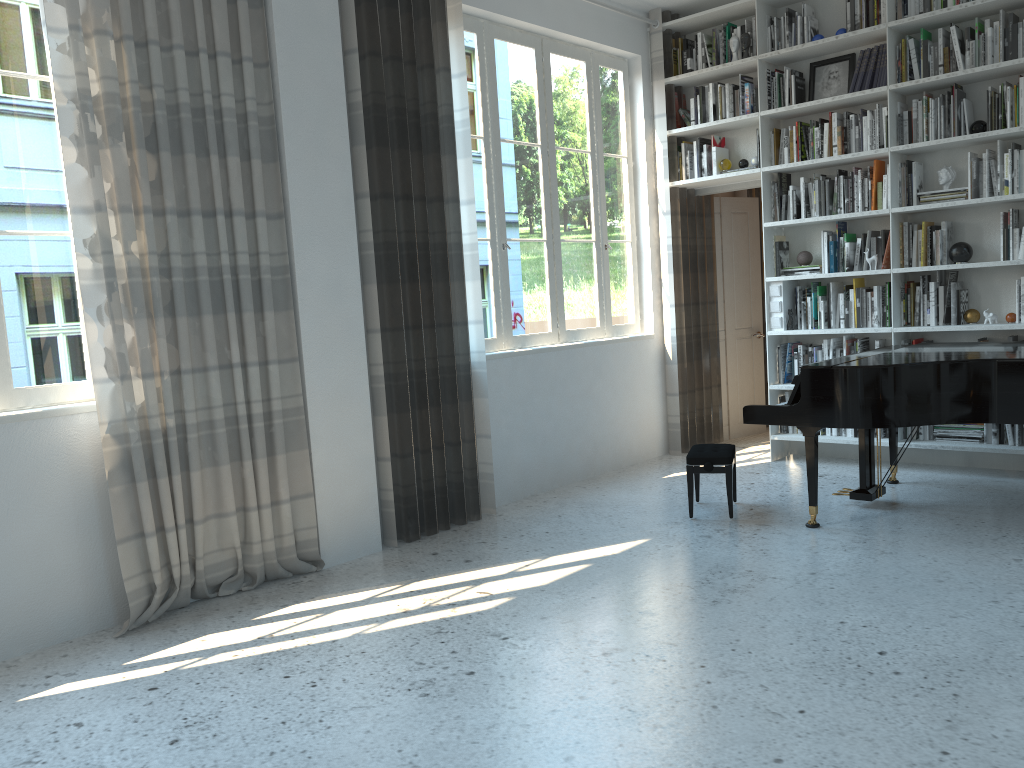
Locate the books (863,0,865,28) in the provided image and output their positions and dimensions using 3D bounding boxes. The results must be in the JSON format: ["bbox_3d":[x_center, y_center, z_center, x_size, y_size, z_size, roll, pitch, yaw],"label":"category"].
[{"bbox_3d":[2.251,-2.329,5.588,0.010,0.264,0.156,2,8,42],"label":"books"}]

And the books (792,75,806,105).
[{"bbox_3d":[1.921,-1.945,5.936,0.012,0.214,0.185,2,8,42],"label":"books"}]

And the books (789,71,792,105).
[{"bbox_3d":[1.908,-1.965,5.957,0.011,0.250,0.168,2,8,42],"label":"books"}]

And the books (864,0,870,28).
[{"bbox_3d":[2.259,-2.335,5.581,0.011,0.275,0.183,2,8,42],"label":"books"}]

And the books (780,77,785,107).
[{"bbox_3d":[1.863,-1.949,5.989,0.018,0.219,0.186,2,8,42],"label":"books"}]

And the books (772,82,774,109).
[{"bbox_3d":[1.816,-1.945,6.056,0.015,0.207,0.172,2,8,42],"label":"books"}]

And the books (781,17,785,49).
[{"bbox_3d":[1.853,-2.328,5.959,0.016,0.243,0.156,2,8,42],"label":"books"}]

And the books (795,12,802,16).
[{"bbox_3d":[1.923,-2.332,5.900,0.013,0.253,0.129,2,8,42],"label":"books"}]

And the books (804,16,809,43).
[{"bbox_3d":[1.975,-2.305,5.856,0.014,0.202,0.170,2,8,42],"label":"books"}]

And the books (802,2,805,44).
[{"bbox_3d":[1.957,-2.356,5.871,0.007,0.302,0.145,2,8,42],"label":"books"}]

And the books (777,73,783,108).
[{"bbox_3d":[1.842,-1.962,5.999,0.004,0.246,0.188,2,8,42],"label":"books"}]

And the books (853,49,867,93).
[{"bbox_3d":[2.256,-1.973,5.669,0.110,0.280,0.174,2,8,42],"label":"books"}]

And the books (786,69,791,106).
[{"bbox_3d":[1.889,-1.968,5.961,0.023,0.258,0.183,2,8,42],"label":"books"}]

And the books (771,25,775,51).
[{"bbox_3d":[1.808,-2.313,6.010,0.032,0.210,0.158,2,8,42],"label":"books"}]

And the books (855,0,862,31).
[{"bbox_3d":[2.218,-2.323,5.620,0.028,0.249,0.155,2,8,42],"label":"books"}]

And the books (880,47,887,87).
[{"bbox_3d":[2.369,-1.976,5.565,0.078,0.286,0.174,2,8,42],"label":"books"}]

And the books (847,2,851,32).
[{"bbox_3d":[2.184,-2.309,5.661,0.028,0.218,0.153,2,8,42],"label":"books"}]

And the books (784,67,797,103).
[{"bbox_3d":[1.884,-1.981,5.976,0.005,0.281,0.190,2,8,42],"label":"books"}]

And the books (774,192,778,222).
[{"bbox_3d":[1.859,-1.217,6.133,0.026,0.209,0.155,2,8,42],"label":"books"}]

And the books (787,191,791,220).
[{"bbox_3d":[1.930,-1.216,6.076,0.042,0.209,0.143,2,8,42],"label":"books"}]

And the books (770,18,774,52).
[{"bbox_3d":[1.792,-2.338,6.021,0.007,0.259,0.156,2,8,42],"label":"books"}]

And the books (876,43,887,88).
[{"bbox_3d":[2.356,-1.977,5.584,0.078,0.286,0.174,2,8,42],"label":"books"}]

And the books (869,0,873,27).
[{"bbox_3d":[2.288,-2.293,5.568,0.027,0.190,0.177,2,8,42],"label":"books"}]

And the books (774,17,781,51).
[{"bbox_3d":[1.818,-2.331,5.987,0.012,0.249,0.179,2,8,42],"label":"books"}]

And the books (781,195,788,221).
[{"bbox_3d":[1.901,-1.201,6.080,0.037,0.182,0.189,2,8,42],"label":"books"}]

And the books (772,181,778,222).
[{"bbox_3d":[1.849,-1.256,6.148,0.012,0.285,0.159,2,8,42],"label":"books"}]

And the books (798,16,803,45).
[{"bbox_3d":[1.935,-2.310,5.870,0.021,0.214,0.173,2,8,42],"label":"books"}]

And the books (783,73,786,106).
[{"bbox_3d":[1.878,-1.963,5.988,0.019,0.244,0.153,2,8,42],"label":"books"}]

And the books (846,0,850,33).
[{"bbox_3d":[2.175,-2.340,5.680,0.013,0.278,0.150,2,8,42],"label":"books"}]

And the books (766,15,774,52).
[{"bbox_3d":[1.776,-2.351,6.037,0.007,0.285,0.159,2,8,42],"label":"books"}]

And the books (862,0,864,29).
[{"bbox_3d":[2.250,-2.341,5.603,0.013,0.284,0.166,2,8,42],"label":"books"}]

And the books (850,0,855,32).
[{"bbox_3d":[2.198,-2.339,5.637,0.024,0.280,0.187,2,8,42],"label":"books"}]

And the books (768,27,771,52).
[{"bbox_3d":[1.781,-2.310,6.027,0.017,0.204,0.142,2,8,42],"label":"books"}]

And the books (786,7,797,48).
[{"bbox_3d":[1.877,-2.343,5.908,0.015,0.280,0.190,2,8,42],"label":"books"}]

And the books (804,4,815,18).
[{"bbox_3d":[1.973,-2.353,5.873,0.015,0.293,0.130,2,8,42],"label":"books"}]

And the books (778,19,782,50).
[{"bbox_3d":[1.840,-2.319,5.966,0.013,0.225,0.176,2,8,42],"label":"books"}]

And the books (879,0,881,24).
[{"bbox_3d":[2.331,-2.329,5.541,0.022,0.261,0.152,2,8,42],"label":"books"}]

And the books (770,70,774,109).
[{"bbox_3d":[1.802,-1.985,6.056,0.006,0.287,0.148,2,8,42],"label":"books"}]

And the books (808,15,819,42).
[{"bbox_3d":[1.991,-2.310,5.854,0.013,0.210,0.136,2,8,42],"label":"books"}]

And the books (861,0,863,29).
[{"bbox_3d":[2.249,-2.361,5.621,0.014,0.321,0.136,2,8,42],"label":"books"}]

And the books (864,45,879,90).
[{"bbox_3d":[2.298,-1.972,5.603,0.097,0.283,0.174,2,8,42],"label":"books"}]

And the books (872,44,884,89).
[{"bbox_3d":[2.336,-1.977,5.595,0.078,0.286,0.174,2,8,42],"label":"books"}]

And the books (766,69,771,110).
[{"bbox_3d":[1.785,-1.988,6.058,0.005,0.293,0.183,2,8,42],"label":"books"}]

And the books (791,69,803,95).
[{"bbox_3d":[1.916,-1.967,5.948,0.012,0.255,0.166,2,8,42],"label":"books"}]

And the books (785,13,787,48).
[{"bbox_3d":[1.872,-2.336,5.936,0.016,0.261,0.154,2,8,42],"label":"books"}]

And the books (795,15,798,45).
[{"bbox_3d":[1.927,-2.314,5.887,0.013,0.220,0.181,2,8,42],"label":"books"}]

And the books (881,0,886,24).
[{"bbox_3d":[2.342,-2.324,5.514,0.031,0.254,0.178,2,8,42],"label":"books"}]

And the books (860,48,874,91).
[{"bbox_3d":[2.289,-1.972,5.638,0.110,0.280,0.174,2,8,42],"label":"books"}]

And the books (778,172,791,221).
[{"bbox_3d":[1.874,-1.276,6.083,0.012,0.334,0.184,2,8,42],"label":"books"}]

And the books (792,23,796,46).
[{"bbox_3d":[1.907,-2.297,5.913,0.026,0.183,0.161,2,8,42],"label":"books"}]

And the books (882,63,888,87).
[{"bbox_3d":[2.377,-1.974,5.540,0.078,0.286,0.174,2,8,42],"label":"books"}]

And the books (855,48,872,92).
[{"bbox_3d":[2.260,-1.970,5.640,0.110,0.280,0.174,2,8,42],"label":"books"}]

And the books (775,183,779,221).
[{"bbox_3d":[1.864,-1.243,6.102,0.027,0.266,0.175,2,8,42],"label":"books"}]

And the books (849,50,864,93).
[{"bbox_3d":[2.233,-1.972,5.677,0.110,0.280,0.174,2,8,42],"label":"books"}]

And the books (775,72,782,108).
[{"bbox_3d":[1.837,-1.971,6.018,0.009,0.260,0.183,2,8,42],"label":"books"}]

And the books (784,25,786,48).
[{"bbox_3d":[1.872,-2.304,5.959,0.014,0.192,0.146,2,8,42],"label":"books"}]

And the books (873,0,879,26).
[{"bbox_3d":[2.296,-2.344,5.537,0.025,0.297,0.163,2,8,42],"label":"books"}]
